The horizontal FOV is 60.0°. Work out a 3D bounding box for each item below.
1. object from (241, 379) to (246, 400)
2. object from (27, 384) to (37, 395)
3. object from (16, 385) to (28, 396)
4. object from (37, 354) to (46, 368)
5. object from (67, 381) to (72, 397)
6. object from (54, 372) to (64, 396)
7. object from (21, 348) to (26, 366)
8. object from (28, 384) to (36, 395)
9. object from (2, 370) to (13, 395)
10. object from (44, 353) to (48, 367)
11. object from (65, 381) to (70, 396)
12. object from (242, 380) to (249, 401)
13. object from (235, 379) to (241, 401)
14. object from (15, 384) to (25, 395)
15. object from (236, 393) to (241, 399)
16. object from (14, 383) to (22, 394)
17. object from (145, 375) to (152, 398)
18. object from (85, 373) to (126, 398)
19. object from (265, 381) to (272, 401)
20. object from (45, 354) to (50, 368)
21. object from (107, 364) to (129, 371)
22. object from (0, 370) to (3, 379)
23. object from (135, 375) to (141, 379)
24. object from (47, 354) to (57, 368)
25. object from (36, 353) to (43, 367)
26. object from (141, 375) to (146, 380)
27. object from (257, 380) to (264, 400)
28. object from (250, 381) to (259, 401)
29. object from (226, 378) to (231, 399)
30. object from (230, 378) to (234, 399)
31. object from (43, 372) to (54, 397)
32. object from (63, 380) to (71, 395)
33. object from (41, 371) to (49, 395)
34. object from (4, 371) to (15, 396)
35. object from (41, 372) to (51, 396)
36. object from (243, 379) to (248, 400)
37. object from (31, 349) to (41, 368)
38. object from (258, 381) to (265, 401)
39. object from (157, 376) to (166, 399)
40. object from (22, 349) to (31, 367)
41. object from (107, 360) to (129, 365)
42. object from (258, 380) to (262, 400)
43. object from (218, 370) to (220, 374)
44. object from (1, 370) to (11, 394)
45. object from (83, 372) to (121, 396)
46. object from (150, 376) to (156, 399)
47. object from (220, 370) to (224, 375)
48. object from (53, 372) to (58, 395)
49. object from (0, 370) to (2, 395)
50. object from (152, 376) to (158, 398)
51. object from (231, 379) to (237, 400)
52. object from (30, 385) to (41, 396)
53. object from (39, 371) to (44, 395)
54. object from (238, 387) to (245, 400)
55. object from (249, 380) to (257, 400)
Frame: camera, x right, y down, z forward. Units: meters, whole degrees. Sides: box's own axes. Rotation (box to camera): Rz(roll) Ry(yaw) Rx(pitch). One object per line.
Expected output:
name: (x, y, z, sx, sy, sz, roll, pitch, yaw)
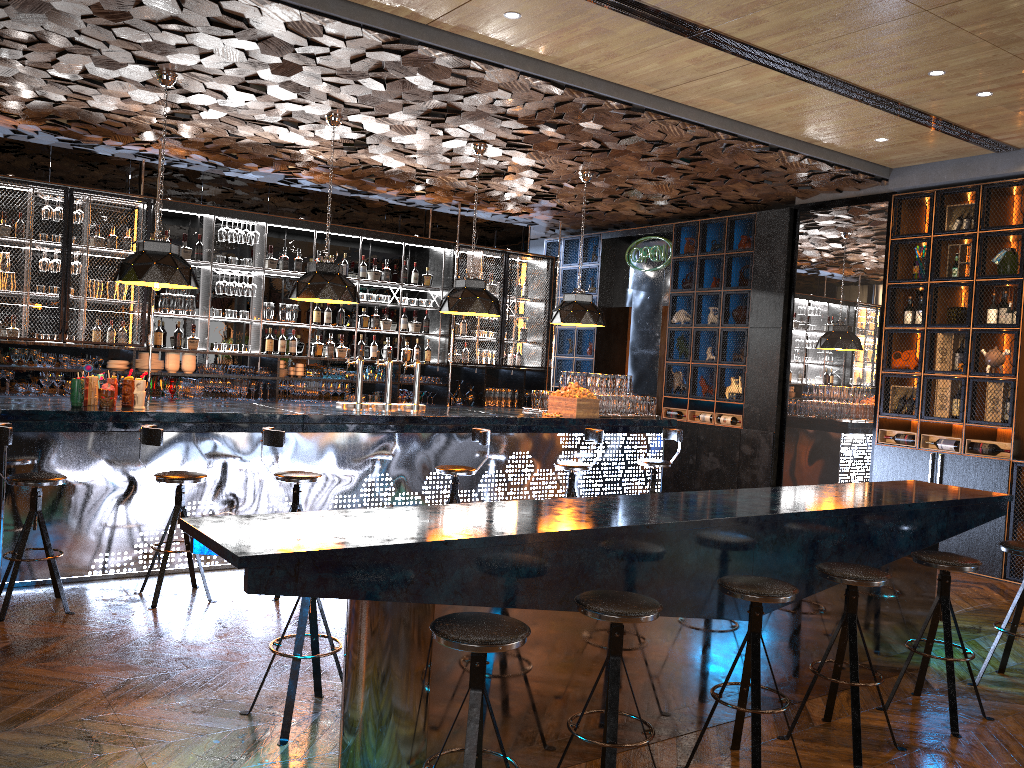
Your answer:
object: (-2.910, 0.064, 9.602, 0.071, 0.226, 0.071, 4, 2, 26)
object: (-4.623, 0.050, 8.543, 0.093, 0.101, 0.093, 3, 2, -21)
object: (-4.591, 0.058, 8.312, 0.093, 0.101, 0.093, 4, 2, 23)
object: (-4.481, -0.223, 8.442, 0.081, 0.132, 0.081, 4, 2, 26)
object: (-4.271, 0.048, 8.587, 0.065, 0.146, 0.074, 4, 2, 31)
object: (-4.372, 0.002, 8.553, 0.088, 0.229, 0.077, 2, 2, -36)
object: (-4.670, -0.255, 8.498, 0.087, 0.170, 0.087, 4, 1, 15)
object: (-4.569, 0.056, 8.458, 0.093, 0.101, 0.093, 3, 1, -15)
object: (-4.737, -0.014, 8.333, 0.091, 0.227, 0.091, 4, 1, 18)
object: (-4.528, -0.231, 8.651, 0.081, 0.132, 0.081, 4, 2, 26)
object: (-4.332, 0.042, 8.670, 0.065, 0.146, 0.074, 3, 2, -23)
object: (-2.863, 0.068, 9.536, 0.071, 0.226, 0.071, 4, 2, 26)
object: (-2.945, 0.063, 9.526, 0.071, 0.226, 0.071, 4, 2, 26)
object: (-4.652, 0.052, 8.398, 0.093, 0.101, 0.093, 4, 1, 15)
object: (-3.001, 0.058, 9.771, 0.092, 0.218, 0.092, 4, 1, 15)
object: (-4.711, 0.047, 8.484, 0.093, 0.101, 0.093, 5, 2, 41)
object: (-3.751, 0.024, 9.120, 0.073, 0.229, 0.073, 5, 2, 43)
object: (-4.032, 0.017, 8.811, 0.376, 0.227, 0.186, 2, 2, -37)
object: (-2.674, 0.079, 9.728, 0.071, 0.217, 0.071, 3, 2, -27)
object: (-4.456, -0.224, 8.544, 0.081, 0.132, 0.081, 4, 2, 26)
object: (-3.928, -0.165, 8.842, 0.209, 0.060, 0.211, 4, 1, 14)
object: (-4.757, -0.012, 8.195, 0.091, 0.227, 0.091, 4, 1, 17)
object: (-3.774, 0.028, 8.916, 0.073, 0.229, 0.073, 5, 2, 43)
object: (-4.384, -0.218, 8.448, 0.081, 0.132, 0.081, 4, 2, 26)
object: (-4.566, -0.231, 8.561, 0.081, 0.132, 0.081, 4, 2, 26)
object: (-3.765, 0.026, 9.009, 0.073, 0.229, 0.073, 5, 2, 43)
object: (-2.808, 0.067, 9.880, 0.071, 0.217, 0.071, 3, 2, -27)
object: (-2.801, 0.074, 9.618, 0.092, 0.218, 0.092, 4, 1, 15)
object: (-3.099, 0.049, 9.730, 0.071, 0.226, 0.071, 4, 2, 26)
object: (-3.046, 0.054, 9.672, 0.071, 0.226, 0.071, 4, 2, 26)
object: (-4.405, 0.003, 8.423, 0.088, 0.229, 0.077, 3, 2, -22)
object: (-4.388, 0.037, 8.750, 0.065, 0.146, 0.074, 3, 1, -6)
object: (-4.507, -0.007, 8.563, 0.077, 0.229, 0.088, 3, 2, -20)
object: (-4.679, -0.008, 8.247, 0.091, 0.227, 0.091, 3, 1, -13)
object: (-4.457, -0.002, 8.498, 0.077, 0.229, 0.088, 4, 1, 14)
object: (-2.951, 0.060, 9.808, 0.092, 0.218, 0.092, 4, 1, 15)
object: (-4.484, -0.240, 8.341, 0.087, 0.170, 0.087, 4, 1, 15)
object: (-2.748, 0.075, 9.724, 0.071, 0.217, 0.071, 3, 2, -27)
object: (-3.585, 0.035, 9.070, 0.073, 0.229, 0.073, 5, 2, 43)
object: (-4.587, -0.247, 8.380, 0.087, 0.170, 0.087, 4, 1, 15)
object: (-3.924, -0.206, 8.842, 0.211, 0.060, 0.209, 4, 1, 9)
object: (-2.772, 0.071, 9.808, 0.071, 0.217, 0.071, 3, 2, -27)
object: (-3.113, -0.126, 9.461, 0.044, 0.048, 0.049, 3, 1, -3)
object: (-4.802, -0.020, 8.431, 0.091, 0.227, 0.091, 4, 1, 17)
object: (-4.145, 0.006, 8.971, 0.376, 0.227, 0.186, 2, 2, -37)
object: (-3.667, 0.032, 9.017, 0.073, 0.229, 0.073, 5, 2, 43)
object: (-3.079, -0.123, 9.416, 0.049, 0.048, 0.044, 4, 1, 7)
object: (-4.440, -0.005, 8.655, 0.088, 0.229, 0.077, 2, 2, -34)
object: (-4.818, -0.017, 8.284, 0.091, 0.227, 0.091, 3, 1, 4)
object: (-3.669, 0.030, 9.099, 0.073, 0.229, 0.073, 5, 2, 43)
object: (-2.996, 0.059, 9.594, 0.071, 0.226, 0.071, 4, 2, 26)
object: (-4.502, 0.062, 8.375, 0.093, 0.101, 0.093, 4, 1, 17)
object: (-4.560, -0.012, 8.639, 0.088, 0.229, 0.077, 4, 2, 29)
object: (-2.944, 0.064, 9.680, 0.092, 0.218, 0.092, 4, 1, 15)
object: (-2.850, 0.069, 9.716, 0.092, 0.218, 0.092, 4, 1, 15)
